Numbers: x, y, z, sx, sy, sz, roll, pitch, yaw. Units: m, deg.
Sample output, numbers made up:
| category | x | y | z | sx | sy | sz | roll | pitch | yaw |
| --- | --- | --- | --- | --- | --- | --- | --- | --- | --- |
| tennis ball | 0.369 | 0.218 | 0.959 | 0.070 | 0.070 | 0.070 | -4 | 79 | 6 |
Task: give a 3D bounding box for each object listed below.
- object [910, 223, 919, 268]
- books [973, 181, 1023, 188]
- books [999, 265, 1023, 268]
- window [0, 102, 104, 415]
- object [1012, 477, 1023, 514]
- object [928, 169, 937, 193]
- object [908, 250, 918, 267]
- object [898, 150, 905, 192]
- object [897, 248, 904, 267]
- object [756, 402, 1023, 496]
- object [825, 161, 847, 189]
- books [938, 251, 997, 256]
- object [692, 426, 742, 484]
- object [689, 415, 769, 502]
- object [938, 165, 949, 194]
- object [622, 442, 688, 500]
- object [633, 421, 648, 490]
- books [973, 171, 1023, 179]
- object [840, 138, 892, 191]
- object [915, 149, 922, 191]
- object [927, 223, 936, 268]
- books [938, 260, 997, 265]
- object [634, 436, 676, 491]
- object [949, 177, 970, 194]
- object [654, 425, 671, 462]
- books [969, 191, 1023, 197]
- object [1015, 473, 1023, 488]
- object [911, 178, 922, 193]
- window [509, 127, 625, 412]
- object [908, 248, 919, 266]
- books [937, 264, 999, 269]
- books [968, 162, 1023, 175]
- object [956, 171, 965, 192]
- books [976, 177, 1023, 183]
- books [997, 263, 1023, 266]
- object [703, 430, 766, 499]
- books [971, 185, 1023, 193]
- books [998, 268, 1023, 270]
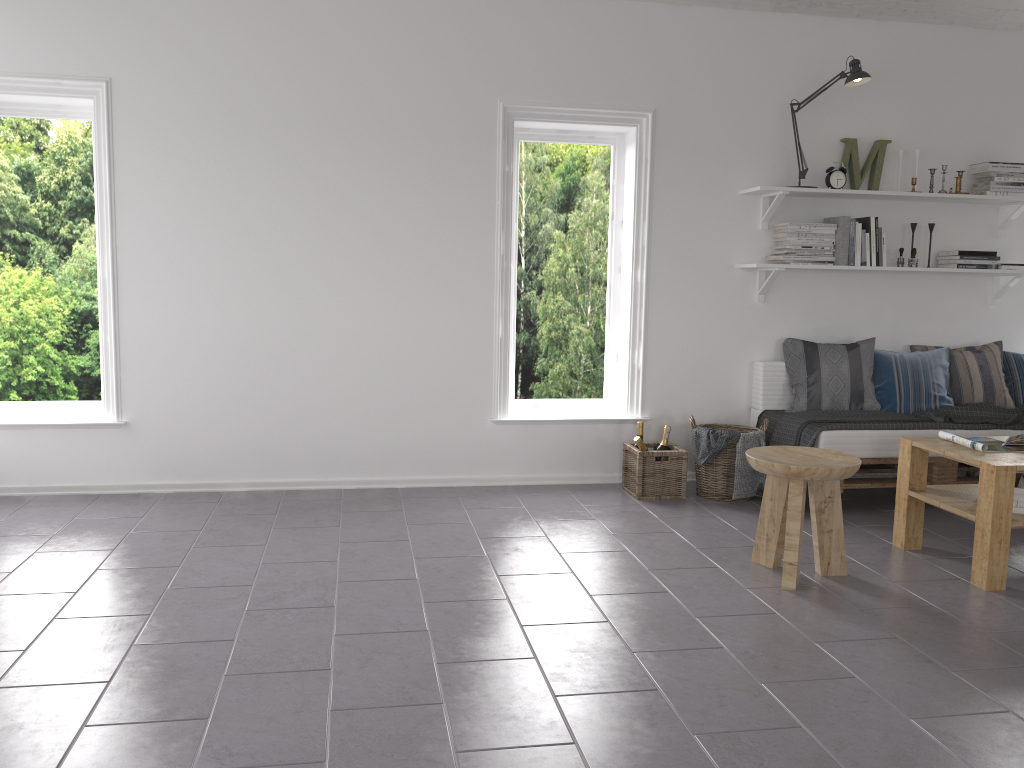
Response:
| category | x | y | z | sx | sy | sz | roll | pitch | yaw |
| --- | --- | --- | --- | --- | --- | --- | --- | --- | --- |
| object | 2.313 | -0.797 | 5.124 | 0.085 | 0.259 | 0.085 | -5 | 9 | -41 |
| books | 2.823 | -1.150 | 5.133 | 0.238 | 0.024 | 0.152 | 0 | 7 | -10 |
| books | 2.913 | -0.684 | 5.201 | 0.248 | 0.014 | 0.187 | 0 | 7 | -12 |
| window | -2.461 | -0.635 | 4.623 | 0.685 | 1.655 | 0.117 | 0 | 7 | -10 |
| object | 2.004 | 0.443 | 3.612 | 0.155 | 0.102 | 0.281 | 4 | 7 | 23 |
| object | 2.370 | -1.145 | 5.007 | 0.055 | 0.153 | 0.055 | -3 | 8 | -32 |
| object | 2.278 | -0.708 | 5.029 | 0.058 | 0.102 | 0.032 | -1 | 7 | -15 |
| object | 2.228 | -1.210 | 5.093 | 0.084 | 0.256 | 0.084 | -5 | 9 | -41 |
| object | 2.230 | -0.723 | 5.085 | 0.058 | 0.117 | 0.032 | -4 | 8 | -36 |
| object | 2.229 | 0.357 | 4.812 | 1.892 | 0.533 | 0.685 | 0 | 7 | -11 |
| object | 1.799 | -1.152 | 4.925 | 0.120 | 0.165 | 0.050 | 0 | 7 | -10 |
| books | 2.640 | -0.755 | 5.146 | 0.239 | 0.028 | 0.190 | 0 | 7 | -8 |
| object | 1.117 | 0.392 | 4.733 | 0.303 | 0.332 | 0.367 | 6 | 8 | 36 |
| object | 1.159 | 0.391 | 4.791 | 0.393 | 0.432 | 0.393 | -2 | 7 | -23 |
| object | 2.417 | -1.143 | 4.966 | 0.066 | 0.160 | 0.066 | -2 | 7 | -23 |
| object | 0.772 | 0.473 | 4.821 | 0.276 | 0.270 | 0.276 | 0 | 7 | -10 |
| object | 0.699 | 0.394 | 4.865 | 0.095 | 0.377 | 0.095 | 4 | 7 | 26 |
| books | 2.815 | -1.201 | 5.124 | 0.223 | 0.027 | 0.161 | 0 | 7 | -10 |
| object | 1.994 | -1.238 | 5.065 | 0.330 | 0.311 | 0.052 | 0 | 7 | -10 |
| object | 2.309 | -1.205 | 5.060 | 0.084 | 0.256 | 0.084 | -5 | 9 | -41 |
| object | 2.411 | -0.794 | 5.113 | 0.085 | 0.259 | 0.085 | -5 | 9 | -41 |
| books | 2.641 | -0.706 | 5.147 | 0.242 | 0.023 | 0.191 | 0 | 7 | -12 |
| object | 0.764 | 0.435 | 4.756 | 0.284 | 0.332 | 0.095 | -3 | 8 | -31 |
| object | 2.511 | -1.114 | 4.993 | 0.124 | 0.100 | 0.124 | 3 | 7 | 12 |
| object | 0.812 | 0.407 | 4.888 | 0.127 | 0.361 | 0.094 | 0 | 7 | -10 |
| books | 2.802 | -1.091 | 5.144 | 0.239 | 0.032 | 0.172 | 0 | 7 | -10 |
| object | 2.038 | 0.416 | 3.666 | 0.182 | 0.139 | 0.090 | -6 | 9 | -45 |
| object | 2.237 | -1.105 | 4.938 | 0.088 | 0.085 | 0.088 | 3 | 7 | 12 |
| window | 0.301 | -0.638 | 5.111 | 0.685 | 1.655 | 0.117 | 0 | 7 | -10 |
| object | 2.300 | -0.721 | 5.080 | 0.058 | 0.117 | 0.032 | 1 | 7 | 1 |
| books | 2.648 | -0.680 | 5.158 | 0.258 | 0.032 | 0.191 | 0 | 7 | -8 |
| books | 2.826 | -1.241 | 5.125 | 0.290 | 0.053 | 0.176 | 0 | 7 | -10 |
| object | 2.561 | -1.149 | 5.073 | 0.055 | 0.153 | 0.055 | -5 | 9 | -42 |
| books | 2.839 | -1.175 | 5.136 | 0.223 | 0.026 | 0.161 | 0 | 7 | -10 |
| books | 2.914 | -0.698 | 5.207 | 0.251 | 0.012 | 0.202 | 0 | 7 | -9 |
| object | 1.173 | 0.408 | 4.751 | 0.290 | 0.356 | 0.349 | -1 | 7 | -16 |
| books | 2.817 | -1.122 | 5.132 | 0.239 | 0.032 | 0.172 | 0 | 7 | -10 |
| books | 2.917 | -0.670 | 5.203 | 0.253 | 0.014 | 0.187 | 0 | 7 | -10 |
